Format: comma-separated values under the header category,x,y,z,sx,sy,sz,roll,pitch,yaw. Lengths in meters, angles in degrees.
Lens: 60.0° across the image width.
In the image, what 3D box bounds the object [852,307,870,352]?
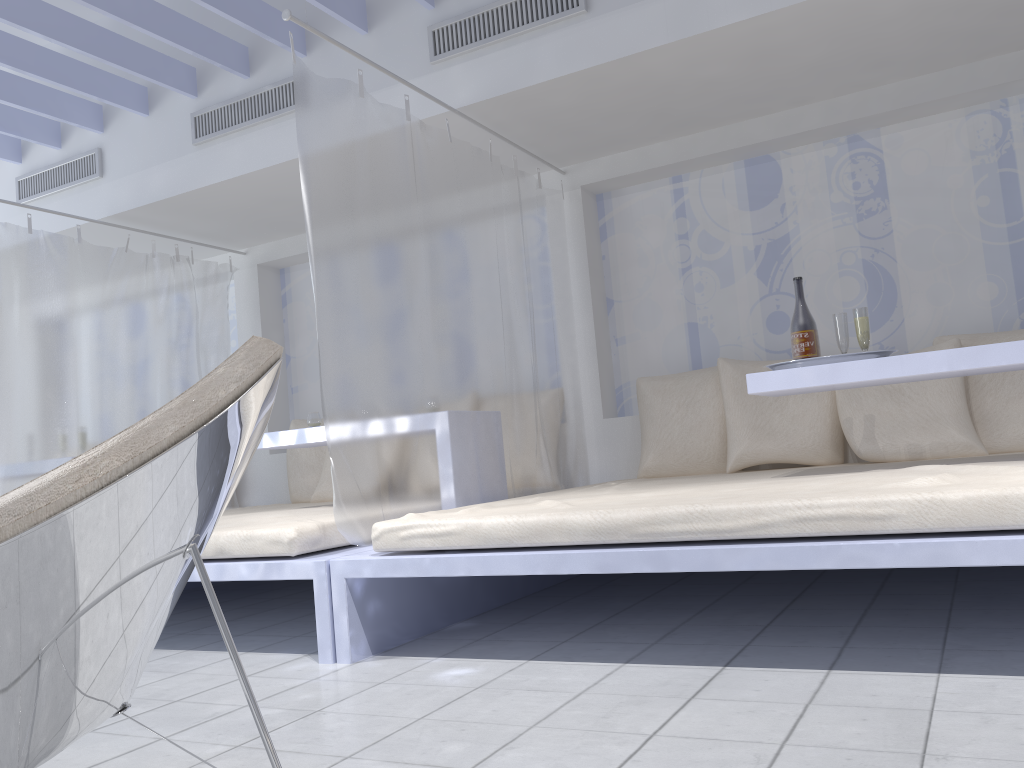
category,x,y,z,sx,sy,sz,roll,pitch,yaw
object,1.130,-0.158,2.853,0.059,0.174,0.059,-5,-5,-4

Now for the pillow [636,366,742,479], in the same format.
category,x,y,z,sx,sy,sz,roll,pitch,yaw
pillow,0.815,0.189,4.110,0.524,0.521,0.230,-8,-5,30

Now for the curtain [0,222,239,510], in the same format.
category,x,y,z,sx,sy,sz,roll,pitch,yaw
curtain,-2.106,0.006,4.541,0.151,1.552,2.050,-8,-5,28

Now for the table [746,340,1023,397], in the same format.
category,x,y,z,sx,sy,sz,roll,pitch,yaw
table,1.334,0.136,2.759,1.065,0.450,0.416,-8,-5,28

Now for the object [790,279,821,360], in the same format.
category,x,y,z,sx,sy,sz,roll,pitch,yaw
object,0.978,-0.207,2.983,0.092,0.302,0.092,-5,-5,-5

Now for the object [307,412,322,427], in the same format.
category,x,y,z,sx,sy,sz,roll,pitch,yaw
object,-0.917,0.177,4.114,0.068,0.091,0.068,-2,-6,-36

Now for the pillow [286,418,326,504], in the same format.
category,x,y,z,sx,sy,sz,roll,pitch,yaw
pillow,-1.097,0.432,5.138,0.572,0.510,0.231,-8,-5,27

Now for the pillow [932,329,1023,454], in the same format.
category,x,y,z,sx,sy,sz,roll,pitch,yaw
pillow,1.939,0.027,3.524,0.572,0.510,0.231,-8,-5,29

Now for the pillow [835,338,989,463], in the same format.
category,x,y,z,sx,sy,sz,roll,pitch,yaw
pillow,1.598,0.077,3.603,0.528,0.482,0.307,-7,-5,23

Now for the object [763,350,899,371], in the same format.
category,x,y,z,sx,sy,sz,roll,pitch,yaw
object,1.046,-0.067,2.927,0.429,0.031,0.275,-8,-5,29

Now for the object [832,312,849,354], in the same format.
category,x,y,z,sx,sy,sz,roll,pitch,yaw
object,1.097,-0.148,2.943,0.059,0.174,0.059,-5,-5,-4

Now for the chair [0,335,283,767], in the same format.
category,x,y,z,sx,sy,sz,roll,pitch,yaw
chair,-0.667,0.334,1.248,0.753,0.759,0.906,-5,-5,-2

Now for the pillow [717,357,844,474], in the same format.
category,x,y,z,sx,sy,sz,roll,pitch,yaw
pillow,1.179,0.114,3.889,0.537,0.527,0.233,-6,-5,8

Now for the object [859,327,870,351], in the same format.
category,x,y,z,sx,sy,sz,roll,pitch,yaw
object,1.154,-0.155,2.913,0.059,0.174,0.059,-5,-5,-4

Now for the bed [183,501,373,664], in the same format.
category,x,y,z,sx,sy,sz,roll,pitch,yaw
bed,-1.031,0.764,3.994,2.200,0.427,2.016,-8,-5,28

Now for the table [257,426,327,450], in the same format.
category,x,y,z,sx,sy,sz,roll,pitch,yaw
table,-0.592,0.393,3.783,1.065,0.450,0.416,-8,-5,28

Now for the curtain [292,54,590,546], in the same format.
category,x,y,z,sx,sy,sz,roll,pitch,yaw
curtain,-0.140,-0.232,3.541,0.125,1.559,1.998,-7,-5,26

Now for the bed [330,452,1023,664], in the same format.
category,x,y,z,sx,sy,sz,roll,pitch,yaw
bed,0.911,0.508,2.979,2.200,0.422,2.022,-8,-5,28

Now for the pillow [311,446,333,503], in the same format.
category,x,y,z,sx,sy,sz,roll,pitch,yaw
pillow,-0.839,0.403,4.899,0.528,0.482,0.307,-8,-6,32
